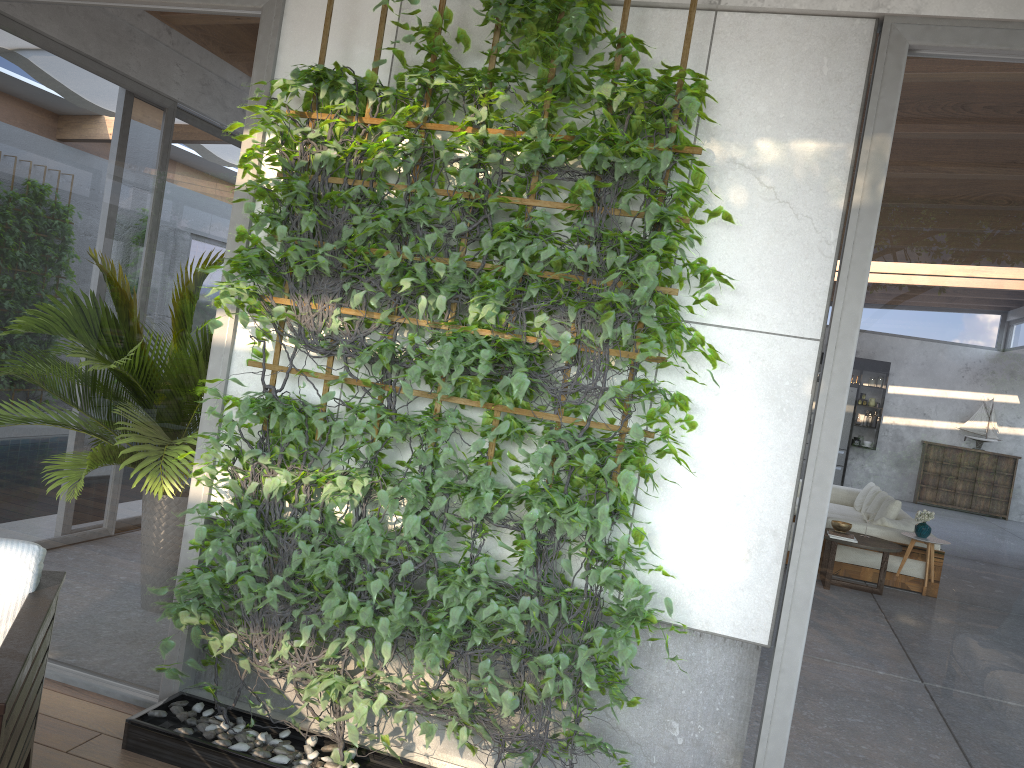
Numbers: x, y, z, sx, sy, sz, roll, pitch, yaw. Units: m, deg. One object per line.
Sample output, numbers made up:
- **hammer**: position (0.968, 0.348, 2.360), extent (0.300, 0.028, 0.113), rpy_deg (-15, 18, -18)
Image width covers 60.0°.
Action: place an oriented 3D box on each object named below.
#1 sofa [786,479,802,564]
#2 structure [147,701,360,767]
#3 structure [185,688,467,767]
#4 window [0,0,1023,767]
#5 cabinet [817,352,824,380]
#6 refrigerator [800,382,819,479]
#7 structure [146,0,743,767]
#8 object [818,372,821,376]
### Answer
- **sofa**: position (3.356, 1.449, 9.869), extent (1.965, 0.777, 3.733), rpy_deg (10, 2, 15)
- **structure**: position (-0.789, 1.192, 2.936), extent (0.928, 0.044, 0.231), rpy_deg (10, 2, 15)
- **structure**: position (0.047, 1.125, 4.033), extent (2.012, 0.595, 2.203), rpy_deg (10, 2, 15)
- **window**: position (1.996, -0.373, 10.469), extent (14.294, 3.764, 23.280), rpy_deg (10, 2, 15)
- **cabinet**: position (4.021, 0.359, 17.239), extent (5.901, 2.502, 0.709), rpy_deg (10, 2, 14)
- **refrigerator**: position (5.941, 0.949, 17.053), extent (0.943, 1.916, 0.852), rpy_deg (10, 2, 15)
- **structure**: position (-0.219, -0.020, 2.848), extent (1.851, 2.669, 0.500), rpy_deg (10, 2, 16)
- **object**: position (5.761, -0.206, 16.895), extent (0.186, 0.174, 0.208), rpy_deg (8, 2, -34)
